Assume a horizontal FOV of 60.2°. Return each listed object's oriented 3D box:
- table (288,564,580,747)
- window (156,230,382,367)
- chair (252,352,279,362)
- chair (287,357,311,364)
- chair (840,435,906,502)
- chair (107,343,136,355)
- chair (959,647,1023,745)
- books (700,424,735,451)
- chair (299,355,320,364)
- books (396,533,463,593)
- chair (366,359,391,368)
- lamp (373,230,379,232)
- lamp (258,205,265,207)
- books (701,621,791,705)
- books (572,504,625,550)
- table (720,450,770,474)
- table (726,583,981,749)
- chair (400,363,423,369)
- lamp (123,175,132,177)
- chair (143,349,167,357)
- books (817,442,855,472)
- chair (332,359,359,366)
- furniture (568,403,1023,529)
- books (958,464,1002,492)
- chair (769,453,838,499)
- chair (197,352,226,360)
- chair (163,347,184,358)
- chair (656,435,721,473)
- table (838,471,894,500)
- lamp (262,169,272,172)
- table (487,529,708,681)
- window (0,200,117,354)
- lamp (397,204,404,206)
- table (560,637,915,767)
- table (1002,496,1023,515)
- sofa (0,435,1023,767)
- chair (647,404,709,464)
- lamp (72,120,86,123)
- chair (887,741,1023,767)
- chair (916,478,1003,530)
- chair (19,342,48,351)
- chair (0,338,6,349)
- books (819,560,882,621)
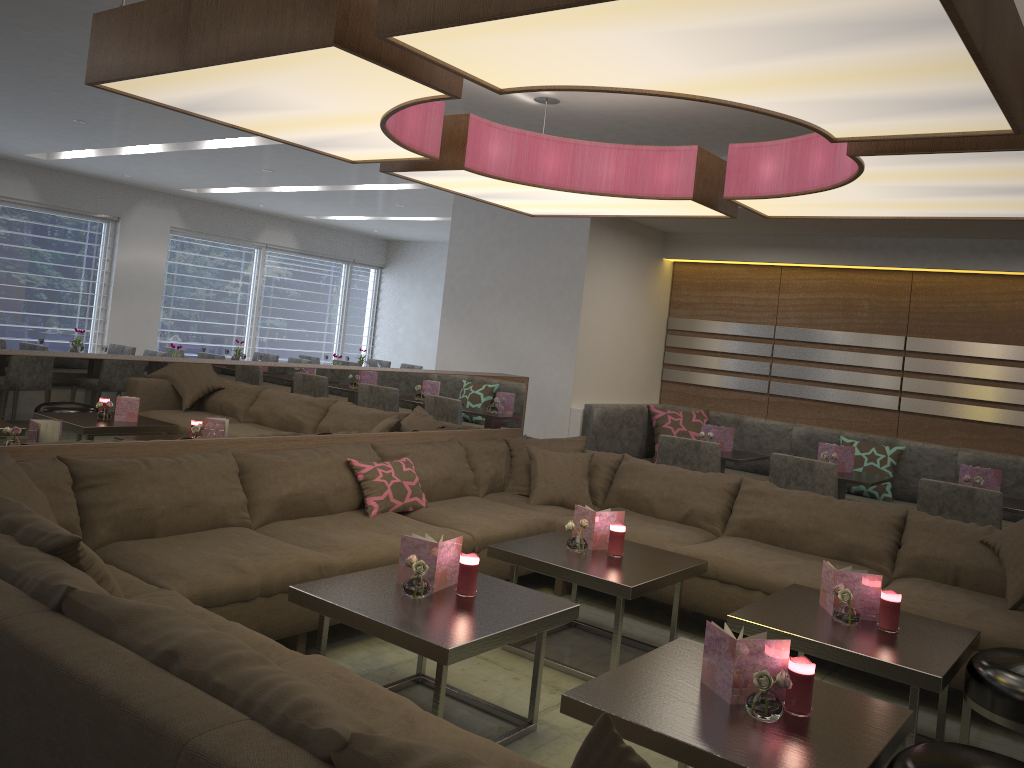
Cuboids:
[{"bbox_3d":[-0.257,0.877,2.806,0.660,0.412,0.655,8,2,37],"label":"table"},{"bbox_3d":[-3.253,-0.845,12.134,0.159,2.074,3.646,5,1,37],"label":"window"},{"bbox_3d":[-2.923,0.031,9.766,0.479,0.763,0.490,6,0,32],"label":"chair"},{"bbox_3d":[-2.493,0.096,9.432,0.479,0.763,0.490,6,0,42],"label":"chair"},{"bbox_3d":[2.327,0.567,5.810,0.428,0.396,0.218,7,0,37],"label":"chair"},{"bbox_3d":[-3.939,-0.003,8.397,0.479,0.763,0.490,6,0,32],"label":"chair"},{"bbox_3d":[1.597,1.064,2.679,0.423,0.451,0.421,6,1,18],"label":"chair"},{"bbox_3d":[1.352,0.357,5.829,0.157,0.164,0.143,6,1,-33],"label":"books"},{"bbox_3d":[-2.289,0.053,10.607,0.479,0.763,0.490,6,0,42],"label":"chair"},{"bbox_3d":[-0.242,0.589,2.904,0.258,0.164,0.143,6,1,1],"label":"books"},{"bbox_3d":[-1.866,0.066,11.191,0.479,0.763,0.490,6,0,32],"label":"chair"},{"bbox_3d":[-1.895,-2.129,12.307,0.089,0.007,0.089,6,3,-8],"label":"lamp"},{"bbox_3d":[-3.046,-2.167,10.756,0.089,0.007,0.089,6,3,-8],"label":"lamp"},{"bbox_3d":[0.598,0.714,2.272,0.157,0.164,0.143,6,1,-18],"label":"books"},{"bbox_3d":[0.365,0.608,3.753,0.157,0.164,0.143,6,1,-33],"label":"books"},{"bbox_3d":[1.297,0.761,5.717,0.508,0.655,0.504,6,0,37],"label":"table"},{"bbox_3d":[1.149,1.017,2.998,0.660,0.412,0.655,8,2,37],"label":"table"},{"bbox_3d":[-1.436,0.131,10.857,0.479,0.763,0.490,6,0,42],"label":"chair"},{"bbox_3d":[-4.073,-2.201,9.371,0.089,0.007,0.089,6,3,-8],"label":"lamp"},{"bbox_3d":[-3.509,0.062,8.064,0.479,0.763,0.490,6,0,42],"label":"chair"},{"bbox_3d":[1.966,0.448,5.367,0.157,0.164,0.143,6,1,-33],"label":"books"},{"bbox_3d":[-1.835,0.117,10.337,0.479,0.763,0.490,6,0,32],"label":"chair"},{"bbox_3d":[2.108,0.864,3.614,5.671,0.854,4.241,8,4,37],"label":"furniture"},{"bbox_3d":[2.590,0.541,4.898,0.157,0.164,0.143,6,1,2],"label":"books"},{"bbox_3d":[1.714,0.792,5.008,0.479,0.763,0.490,6,0,43],"label":"chair"},{"bbox_3d":[-2.892,0.082,8.912,0.479,0.763,0.490,6,0,32],"label":"chair"},{"bbox_3d":[-3.347,0.018,9.182,0.479,0.763,0.490,6,0,42],"label":"chair"},{"bbox_3d":[1.122,0.705,5.437,0.478,0.763,0.490,6,0,29],"label":"chair"},{"bbox_3d":[1.908,0.853,5.257,0.508,0.655,0.504,6,0,37],"label":"table"},{"bbox_3d":[-2.209,-1.924,7.971,0.089,0.007,0.089,6,3,-8],"label":"lamp"},{"bbox_3d":[0.338,0.897,3.608,0.660,0.412,0.655,8,2,37],"label":"table"},{"bbox_3d":[-6.816,-0.963,7.332,0.159,2.073,7.077,5,2,37],"label":"window"},{"bbox_3d":[-1.182,-1.890,9.356,0.089,0.007,0.089,6,3,-8],"label":"lamp"},{"bbox_3d":[0.554,0.998,2.196,0.660,0.412,0.655,8,2,37],"label":"table"},{"bbox_3d":[2.519,0.944,4.798,0.508,0.655,0.504,6,0,37],"label":"table"},{"bbox_3d":[0.192,0.779,3.077,3.193,0.676,3.753,8,4,37],"label":"sofa"},{"bbox_3d":[1.236,0.383,6.437,0.490,0.428,0.295,6,0,-10],"label":"chair"},{"bbox_3d":[-3.230,-1.957,6.595,0.089,0.007,0.089,6,3,-8],"label":"lamp"},{"bbox_3d":[1.003,1.044,1.879,0.424,0.451,0.421,7,1,33],"label":"chair"},{"bbox_3d":[2.321,0.883,4.544,0.479,0.763,0.490,6,0,39],"label":"chair"},{"bbox_3d":[-3.908,0.048,7.544,0.479,0.763,0.490,6,0,32],"label":"chair"},{"bbox_3d":[-4.362,-0.016,7.813,0.479,0.763,0.490,6,0,42],"label":"chair"},{"bbox_3d":[1.195,0.732,3.127,0.157,0.164,0.143,6,1,2],"label":"books"}]
